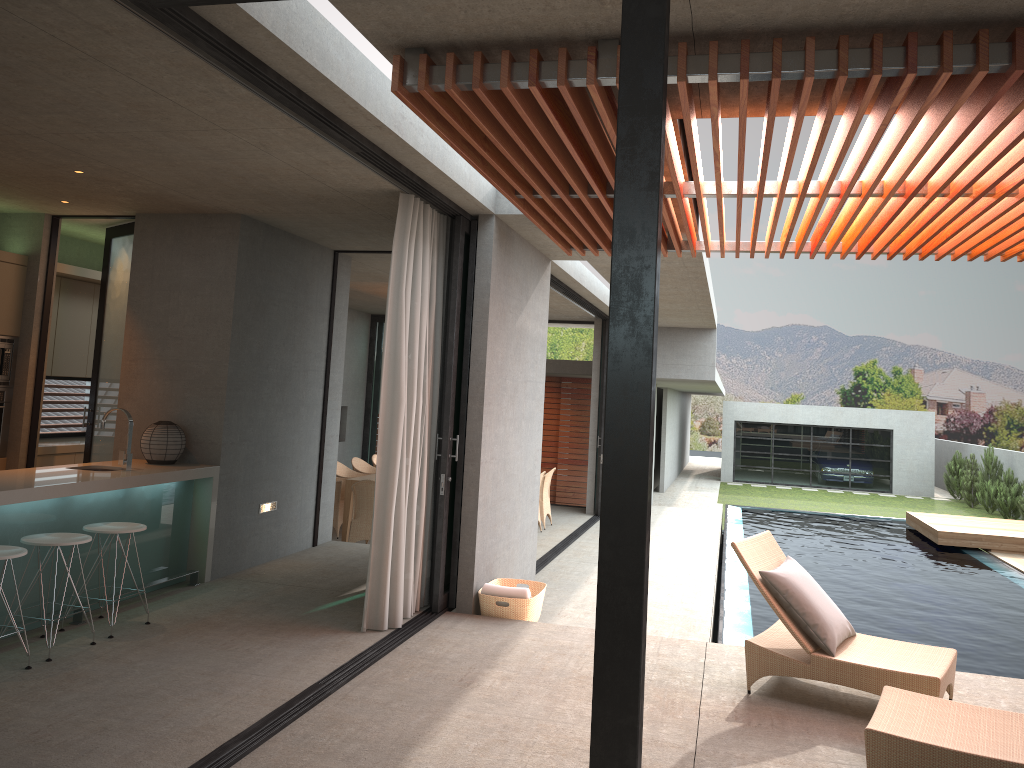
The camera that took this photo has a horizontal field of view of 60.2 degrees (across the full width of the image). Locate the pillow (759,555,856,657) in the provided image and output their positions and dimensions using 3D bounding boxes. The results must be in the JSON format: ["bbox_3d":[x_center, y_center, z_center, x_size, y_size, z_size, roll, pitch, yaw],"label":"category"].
[{"bbox_3d":[1.743,1.290,5.195,0.427,0.430,0.605,1,-3,32],"label":"pillow"}]

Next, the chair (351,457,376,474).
[{"bbox_3d":[-2.003,1.505,12.672,0.630,0.870,0.613,2,-4,14],"label":"chair"}]

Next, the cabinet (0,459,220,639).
[{"bbox_3d":[-3.239,1.035,5.131,0.801,0.904,4.098,2,-1,14],"label":"cabinet"}]

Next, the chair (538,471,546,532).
[{"bbox_3d":[0.127,1.614,12.160,0.630,0.870,0.613,2,-4,14],"label":"chair"}]

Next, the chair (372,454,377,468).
[{"bbox_3d":[-1.825,1.524,13.386,0.630,0.870,0.613,2,-4,14],"label":"chair"}]

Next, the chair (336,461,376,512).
[{"bbox_3d":[-2.180,1.487,11.959,0.630,0.870,0.613,2,-4,14],"label":"chair"}]

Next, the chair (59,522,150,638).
[{"bbox_3d":[-2.537,1.218,5.584,0.382,0.628,0.379,2,-4,14],"label":"chair"}]

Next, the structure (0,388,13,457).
[{"bbox_3d":[-4.584,0.309,7.348,0.497,0.584,0.593,2,-3,14],"label":"structure"}]

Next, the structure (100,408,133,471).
[{"bbox_3d":[-2.877,0.396,6.392,0.258,0.445,0.096,2,-5,14],"label":"structure"}]

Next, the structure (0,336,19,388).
[{"bbox_3d":[-4.575,-0.201,7.401,0.460,0.440,0.593,2,-2,14],"label":"structure"}]

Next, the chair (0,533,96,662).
[{"bbox_3d":[-2.657,1.205,5.097,0.382,0.628,0.379,2,-4,14],"label":"chair"}]

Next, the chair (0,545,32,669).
[{"bbox_3d":[-2.774,1.193,4.616,0.382,0.628,0.379,2,-4,14],"label":"chair"}]

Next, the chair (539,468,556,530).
[{"bbox_3d":[0.304,1.632,12.873,0.630,0.870,0.613,2,-4,14],"label":"chair"}]

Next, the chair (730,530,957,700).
[{"bbox_3d":[2.385,1.390,4.776,2.295,0.833,0.696,2,-3,33],"label":"chair"}]

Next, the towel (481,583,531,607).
[{"bbox_3d":[-0.026,1.641,6.562,0.369,0.314,0.307,2,-3,15],"label":"towel"}]

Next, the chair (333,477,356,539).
[{"bbox_3d":[-2.357,1.469,11.246,0.630,0.870,0.613,2,-4,14],"label":"chair"}]

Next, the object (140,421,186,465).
[{"bbox_3d":[-2.765,0.463,7.007,0.340,0.337,0.338,3,-3,6],"label":"object"}]

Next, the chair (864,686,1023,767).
[{"bbox_3d":[2.658,1.389,3.478,2.295,0.834,0.696,2,-3,29],"label":"chair"}]

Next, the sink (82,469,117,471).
[{"bbox_3d":[-2.996,0.704,6.409,0.374,0.135,0.372,3,-1,14],"label":"sink"}]

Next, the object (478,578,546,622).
[{"bbox_3d":[0.002,1.702,6.702,0.446,0.302,0.676,3,-2,14],"label":"object"}]

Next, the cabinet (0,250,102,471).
[{"bbox_3d":[-4.346,0.146,5.903,1.966,2.582,7.429,2,-1,14],"label":"cabinet"}]

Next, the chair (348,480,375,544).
[{"bbox_3d":[-1.520,1.500,10.049,0.618,0.870,0.626,2,-4,14],"label":"chair"}]

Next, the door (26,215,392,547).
[{"bbox_3d":[-1.717,0.790,2.198,5.765,4.504,15.267,4,-1,-14],"label":"door"}]

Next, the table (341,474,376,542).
[{"bbox_3d":[-1.019,1.603,12.058,1.280,0.762,3.239,3,-1,14],"label":"table"}]

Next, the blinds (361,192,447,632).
[{"bbox_3d":[-0.728,0.160,6.291,0.229,2.956,0.878,2,-5,11],"label":"blinds"}]
